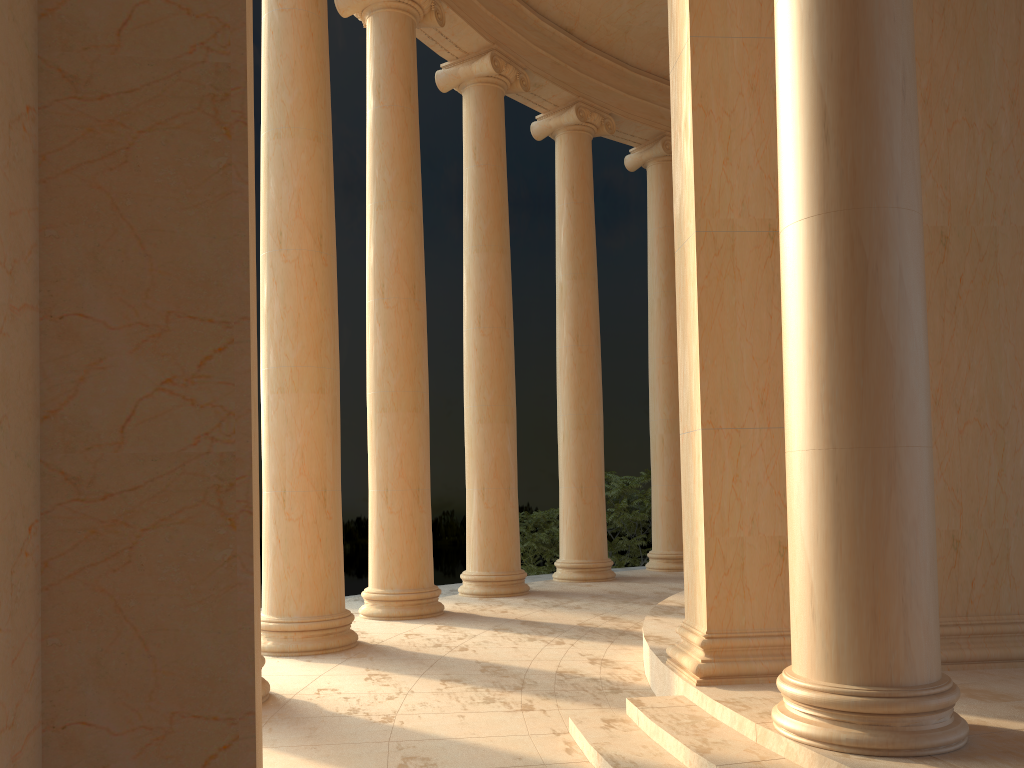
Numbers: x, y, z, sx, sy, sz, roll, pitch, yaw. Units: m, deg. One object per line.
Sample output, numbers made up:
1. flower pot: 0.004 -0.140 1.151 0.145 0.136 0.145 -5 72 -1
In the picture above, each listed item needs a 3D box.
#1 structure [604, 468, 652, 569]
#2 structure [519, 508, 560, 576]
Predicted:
1. structure: 223.064 301.261 1605.242 247.128 298.560 238.578 -1 -4 -2
2. structure: 35.402 307.837 1517.284 149.264 187.741 156.224 -2 -4 7
